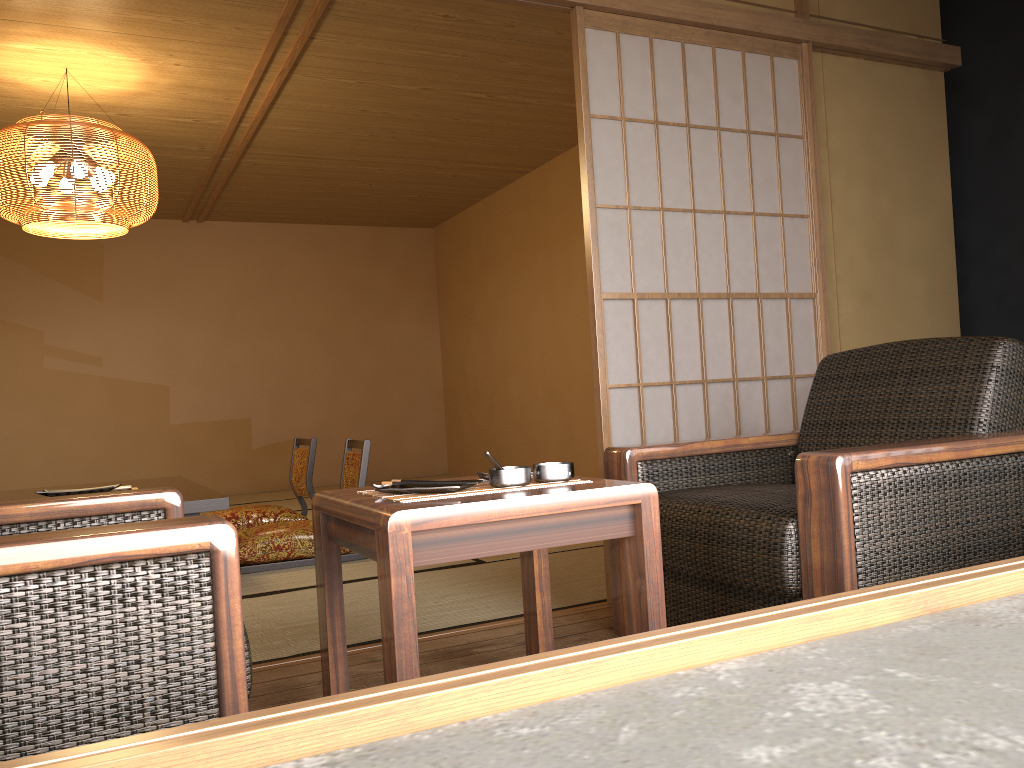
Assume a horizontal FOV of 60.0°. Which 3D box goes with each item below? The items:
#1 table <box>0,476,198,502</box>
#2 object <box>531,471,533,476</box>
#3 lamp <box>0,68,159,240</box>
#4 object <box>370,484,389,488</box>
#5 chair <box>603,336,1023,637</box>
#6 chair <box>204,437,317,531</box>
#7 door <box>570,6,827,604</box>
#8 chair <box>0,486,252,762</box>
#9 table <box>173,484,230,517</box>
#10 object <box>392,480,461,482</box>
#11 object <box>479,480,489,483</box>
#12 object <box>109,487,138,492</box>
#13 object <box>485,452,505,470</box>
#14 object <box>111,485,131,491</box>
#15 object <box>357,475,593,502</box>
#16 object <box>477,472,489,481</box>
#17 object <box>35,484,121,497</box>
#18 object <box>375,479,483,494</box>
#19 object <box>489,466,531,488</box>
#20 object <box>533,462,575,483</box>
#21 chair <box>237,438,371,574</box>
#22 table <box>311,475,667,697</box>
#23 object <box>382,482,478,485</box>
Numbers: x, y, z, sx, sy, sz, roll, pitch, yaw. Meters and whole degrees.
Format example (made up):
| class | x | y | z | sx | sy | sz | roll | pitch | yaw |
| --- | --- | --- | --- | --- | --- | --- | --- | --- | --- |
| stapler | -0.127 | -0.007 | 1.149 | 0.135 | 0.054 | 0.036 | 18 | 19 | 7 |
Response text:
| class | x | y | z | sx | sy | sz | roll | pitch | yaw |
| --- | --- | --- | --- | --- | --- | --- | --- | --- | --- |
| table | -2.250 | 0.738 | 4.769 | 0.994 | 0.356 | 0.995 | -3 | -1 | -26 |
| object | 0.056 | 0.194 | 1.903 | 0.050 | 0.018 | 0.015 | -4 | -1 | 16 |
| lamp | -2.226 | -1.188 | 4.481 | 0.798 | 0.825 | 0.799 | -4 | -1 | -2 |
| object | -0.265 | 0.212 | 1.819 | 0.050 | 0.018 | 0.015 | -3 | -1 | -39 |
| chair | 0.841 | 0.280 | 2.307 | 0.943 | 0.779 | 0.873 | -3 | -1 | -26 |
| chair | -1.498 | 0.606 | 5.165 | 0.698 | 0.546 | 0.583 | -3 | -1 | -27 |
| door | 0.704 | -0.277 | 3.092 | 0.991 | 1.934 | 0.040 | -3 | 0 | -26 |
| chair | -0.951 | 0.371 | 1.434 | 0.943 | 0.779 | 0.873 | -3 | -1 | -26 |
| table | -1.815 | 0.690 | 3.875 | 0.994 | 0.356 | 0.995 | -3 | -1 | -26 |
| object | -0.159 | 0.195 | 1.777 | 0.230 | 0.007 | 0.006 | -5 | -1 | 38 |
| object | -0.063 | 0.208 | 1.907 | 0.230 | 0.007 | 0.006 | -3 | -1 | -37 |
| object | -2.035 | 0.534 | 4.324 | 0.401 | 0.003 | 0.398 | -3 | -2 | -26 |
| object | -0.017 | 0.163 | 1.744 | 0.038 | 0.068 | 0.117 | -4 | -1 | 29 |
| object | -2.005 | 0.527 | 4.444 | 0.180 | 0.014 | 0.130 | -3 | -1 | -24 |
| object | -0.083 | 0.211 | 1.819 | 0.401 | 0.003 | 0.300 | -3 | -2 | -26 |
| object | -0.021 | 0.195 | 1.884 | 0.130 | 0.026 | 0.038 | -2 | -2 | -41 |
| object | -2.059 | 0.513 | 4.221 | 0.349 | 0.039 | 0.129 | -3 | -1 | -13 |
| object | -0.164 | 0.206 | 1.759 | 0.181 | 0.015 | 0.131 | -4 | -1 | 19 |
| object | -0.004 | 0.185 | 1.766 | 0.084 | 0.037 | 0.084 | -3 | -1 | -34 |
| object | 0.085 | 0.181 | 1.812 | 0.084 | 0.037 | 0.084 | -4 | -1 | 2 |
| chair | -1.018 | 0.553 | 4.190 | 0.686 | 0.546 | 0.583 | -3 | -1 | -22 |
| table | -0.066 | 0.461 | 1.819 | 0.540 | 0.500 | 0.540 | -3 | -1 | -26 |
| object | -0.165 | 0.195 | 1.754 | 0.230 | 0.007 | 0.006 | -4 | -1 | 30 |
